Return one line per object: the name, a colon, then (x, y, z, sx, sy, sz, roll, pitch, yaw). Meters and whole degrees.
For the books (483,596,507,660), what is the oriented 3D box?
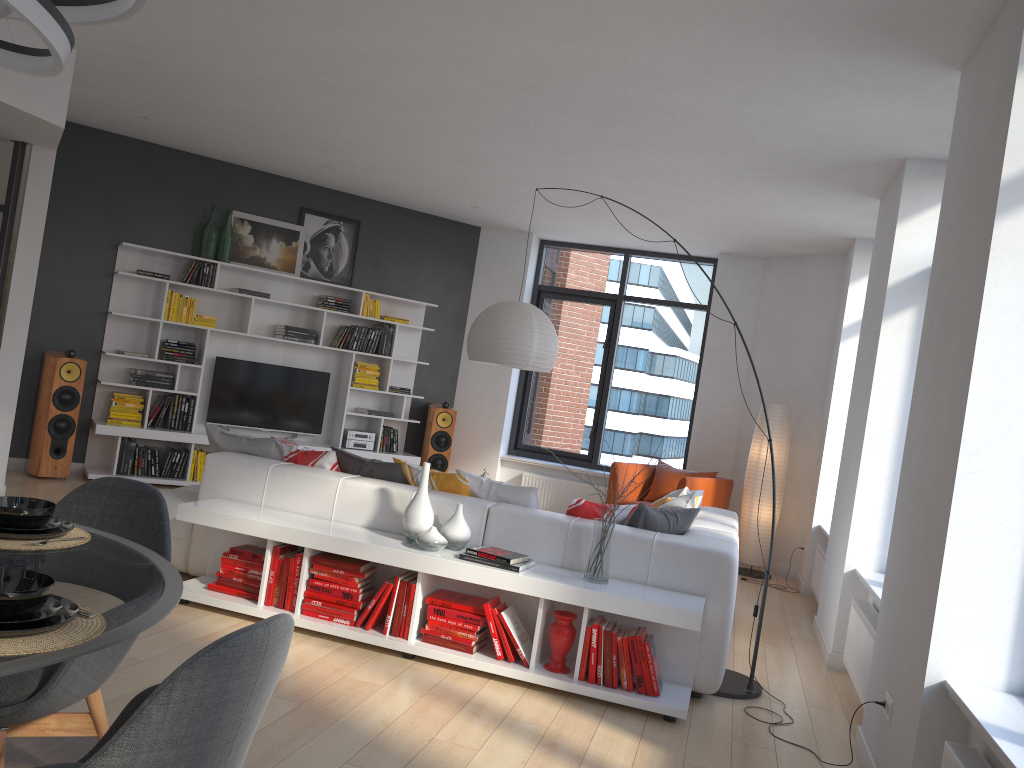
books: (-0.064, 1.146, 4.177, 0.134, 0.248, 0.192, 9, 0, 14)

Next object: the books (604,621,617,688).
books: (0.450, 1.223, 4.029, 0.076, 0.252, 0.199, 9, 0, 15)

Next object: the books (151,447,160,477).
books: (-3.156, 0.687, 7.849, 0.083, 0.249, 0.191, 9, 0, -30)

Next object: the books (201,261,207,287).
books: (-2.801, -0.990, 8.024, 0.025, 0.232, 0.176, 9, 0, -30)

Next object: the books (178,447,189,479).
books: (-2.971, 0.711, 7.977, 0.066, 0.260, 0.197, 9, 0, -30)

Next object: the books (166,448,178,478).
books: (-3.056, 0.701, 7.928, 0.075, 0.254, 0.192, 9, 0, -31)

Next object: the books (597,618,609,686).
books: (0.414, 1.214, 4.030, 0.056, 0.262, 0.185, 9, 0, 15)

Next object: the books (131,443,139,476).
books: (-3.306, 0.654, 7.771, 0.053, 0.268, 0.202, 9, 0, -31)

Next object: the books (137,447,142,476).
books: (-3.279, 0.674, 7.784, 0.053, 0.240, 0.189, 9, 0, -30)

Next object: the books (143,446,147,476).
books: (-3.232, 0.679, 7.795, 0.050, 0.242, 0.169, 9, 0, -31)

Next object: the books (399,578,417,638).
books: (-0.482, 1.075, 4.280, 0.028, 0.266, 0.188, 9, 0, 15)

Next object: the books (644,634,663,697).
books: (0.637, 1.263, 3.990, 0.103, 0.230, 0.173, 9, 0, 15)

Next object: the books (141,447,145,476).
books: (-3.255, 0.679, 7.791, 0.049, 0.236, 0.170, 9, 0, -30)

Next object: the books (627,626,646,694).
books: (0.573, 1.244, 4.002, 0.119, 0.249, 0.187, 9, 0, 15)

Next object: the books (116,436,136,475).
books: (-3.381, 0.620, 7.730, 0.128, 0.321, 0.259, 9, 0, -30)

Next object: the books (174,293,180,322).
books: (-3.013, -0.684, 7.939, 0.015, 0.263, 0.199, 9, 0, -30)

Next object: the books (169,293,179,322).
books: (-3.038, -0.686, 7.922, 0.044, 0.255, 0.198, 9, 0, -30)

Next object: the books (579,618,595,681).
books: (0.347, 1.207, 4.041, 0.026, 0.250, 0.168, 9, 0, 14)

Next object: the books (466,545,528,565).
books: (-0.069, 0.806, 4.182, 0.238, 0.027, 0.188, 9, 0, 28)

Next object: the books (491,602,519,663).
books: (-0.022, 1.161, 4.159, 0.148, 0.232, 0.171, 9, 0, 16)

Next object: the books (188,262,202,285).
books: (-2.862, -0.990, 7.981, 0.074, 0.212, 0.154, 9, 0, -31)

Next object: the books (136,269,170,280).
books: (-3.162, -0.954, 7.800, 0.268, 0.046, 0.208, 9, 0, -27)

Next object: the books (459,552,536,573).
books: (-0.066, 0.833, 4.206, 0.300, 0.026, 0.245, 9, 0, 20)

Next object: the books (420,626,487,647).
books: (-0.278, 1.191, 4.234, 0.266, 0.026, 0.187, 9, 0, 20)

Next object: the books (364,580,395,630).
books: (-0.611, 1.063, 4.306, 0.115, 0.245, 0.192, 9, 0, 15)

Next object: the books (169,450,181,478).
books: (-3.028, 0.710, 7.930, 0.071, 0.243, 0.179, 9, 0, -31)

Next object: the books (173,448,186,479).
books: (-3.000, 0.711, 7.959, 0.084, 0.249, 0.191, 9, 0, -30)

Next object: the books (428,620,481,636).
books: (-0.263, 1.144, 4.230, 0.236, 0.023, 0.178, 9, 0, 15)

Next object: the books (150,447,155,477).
books: (-3.184, 0.687, 7.828, 0.066, 0.242, 0.177, 9, 0, -31)

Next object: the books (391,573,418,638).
books: (-0.508, 1.068, 4.296, 0.038, 0.270, 0.215, 9, 0, 15)

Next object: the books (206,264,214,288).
books: (-2.755, -0.976, 8.048, 0.038, 0.218, 0.169, 9, 0, -30)

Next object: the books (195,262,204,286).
books: (-2.821, -0.987, 8.007, 0.021, 0.221, 0.156, 9, 0, -30)

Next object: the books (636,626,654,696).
books: (0.606, 1.245, 3.997, 0.116, 0.255, 0.198, 9, 0, 15)

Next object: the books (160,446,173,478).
books: (-3.096, 0.692, 7.907, 0.066, 0.260, 0.197, 9, 0, -30)

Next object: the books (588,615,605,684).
books: (0.386, 1.204, 4.040, 0.050, 0.268, 0.198, 9, 0, 14)

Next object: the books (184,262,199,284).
books: (-2.892, -0.995, 7.978, 0.087, 0.214, 0.171, 9, 0, -30)

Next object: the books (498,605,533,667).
books: (0.030, 1.175, 4.145, 0.186, 0.223, 0.188, 9, 0, 15)

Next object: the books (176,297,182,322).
books: (-2.989, -0.663, 7.930, 0.024, 0.229, 0.156, 9, 0, -31)

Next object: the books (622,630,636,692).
books: (0.532, 1.245, 4.005, 0.083, 0.233, 0.178, 9, 0, 15)

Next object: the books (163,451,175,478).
books: (-3.065, 0.707, 7.894, 0.069, 0.242, 0.172, 9, 0, -30)

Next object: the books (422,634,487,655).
books: (-0.271, 1.222, 4.239, 0.259, 0.034, 0.206, 9, 0, 18)

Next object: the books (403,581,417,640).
books: (-0.459, 1.076, 4.258, 0.028, 0.269, 0.181, 9, 0, 14)

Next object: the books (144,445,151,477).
books: (-3.212, 0.677, 7.820, 0.066, 0.255, 0.193, 9, 0, -31)

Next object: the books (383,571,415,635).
books: (-0.548, 1.057, 4.290, 0.046, 0.282, 0.199, 9, 0, 15)

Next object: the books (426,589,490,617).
books: (-0.237, 1.054, 4.275, 0.301, 0.032, 0.227, 9, 0, 15)

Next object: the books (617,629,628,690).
books: (0.508, 1.242, 4.008, 0.081, 0.230, 0.165, 9, 0, 15)

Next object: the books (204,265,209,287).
books: (-2.780, -0.972, 8.032, 0.021, 0.200, 0.147, 9, 0, -30)

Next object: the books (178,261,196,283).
books: (-2.917, -0.999, 7.956, 0.096, 0.213, 0.166, 9, 0, -32)

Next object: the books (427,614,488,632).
books: (-0.249, 1.121, 4.233, 0.261, 0.027, 0.191, 9, 0, 19)

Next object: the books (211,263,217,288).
books: (-2.726, -0.978, 8.056, 0.019, 0.230, 0.174, 9, 0, -30)

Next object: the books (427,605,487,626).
books: (-0.242, 1.088, 4.249, 0.279, 0.039, 0.206, 9, 0, 14)

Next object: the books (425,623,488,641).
books: (-0.262, 1.168, 4.238, 0.257, 0.025, 0.182, 9, 0, 15)

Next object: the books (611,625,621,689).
books: (0.474, 1.230, 4.011, 0.066, 0.247, 0.175, 9, 0, 15)
